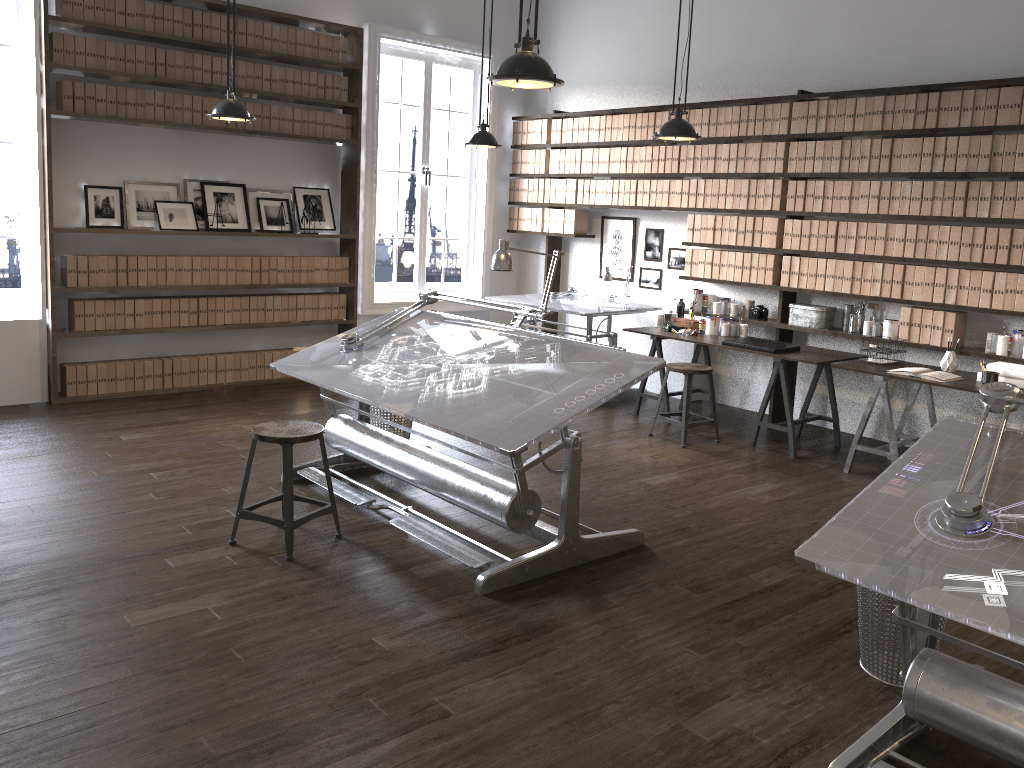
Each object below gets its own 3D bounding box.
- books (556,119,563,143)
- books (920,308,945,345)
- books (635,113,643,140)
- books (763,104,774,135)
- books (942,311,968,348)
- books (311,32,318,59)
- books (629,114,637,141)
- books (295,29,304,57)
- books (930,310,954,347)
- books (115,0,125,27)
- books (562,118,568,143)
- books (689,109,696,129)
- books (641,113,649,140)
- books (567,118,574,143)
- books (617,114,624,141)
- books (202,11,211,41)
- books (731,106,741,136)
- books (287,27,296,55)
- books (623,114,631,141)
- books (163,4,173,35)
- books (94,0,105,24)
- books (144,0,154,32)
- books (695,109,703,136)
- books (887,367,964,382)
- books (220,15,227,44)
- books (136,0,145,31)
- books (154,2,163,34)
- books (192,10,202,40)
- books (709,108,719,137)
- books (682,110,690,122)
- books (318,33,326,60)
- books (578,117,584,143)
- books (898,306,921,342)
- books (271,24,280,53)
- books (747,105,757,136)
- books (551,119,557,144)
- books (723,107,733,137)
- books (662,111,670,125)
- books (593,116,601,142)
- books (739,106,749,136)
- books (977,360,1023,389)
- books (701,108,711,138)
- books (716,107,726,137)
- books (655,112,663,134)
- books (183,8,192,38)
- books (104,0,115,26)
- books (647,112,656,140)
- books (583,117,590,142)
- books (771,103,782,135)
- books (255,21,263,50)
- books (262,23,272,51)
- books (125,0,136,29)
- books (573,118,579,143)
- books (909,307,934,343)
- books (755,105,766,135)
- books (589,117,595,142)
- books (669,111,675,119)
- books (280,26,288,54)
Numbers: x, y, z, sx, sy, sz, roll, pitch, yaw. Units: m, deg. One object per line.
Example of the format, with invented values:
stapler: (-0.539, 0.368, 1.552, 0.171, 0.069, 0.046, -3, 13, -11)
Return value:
books: (0.498, -2.341, 8.236, 0.175, 0.224, 0.067, -5, 11, -40)
books: (2.735, -0.374, 5.761, 0.175, 0.224, 0.067, -5, 11, -40)
books: (1.131, -2.170, 7.506, 0.175, 0.224, 0.067, -5, 11, -40)
books: (1.947, -1.949, 6.562, 0.175, 0.224, 0.067, -5, 11, -40)
books: (2.827, -0.349, 5.654, 0.175, 0.224, 0.067, -5, 11, -40)
books: (-1.689, -2.814, 7.400, 0.067, 0.224, 0.175, -4, 12, -40)
books: (1.087, -2.181, 7.550, 0.175, 0.224, 0.067, -5, 11, -40)
books: (-1.790, -2.801, 7.310, 0.067, 0.224, 0.175, -4, 12, -40)
books: (2.778, -0.361, 5.705, 0.175, 0.224, 0.067, -5, 11, -40)
books: (-2.858, -2.678, 6.405, 0.067, 0.224, 0.175, -4, 12, -40)
books: (0.551, -2.329, 8.183, 0.175, 0.224, 0.067, -5, 11, -40)
books: (1.495, -2.071, 7.084, 0.175, 0.224, 0.067, -5, 11, -40)
books: (1.175, -2.159, 7.458, 0.175, 0.224, 0.067, -5, 11, -40)
books: (0.593, -2.316, 8.127, 0.175, 0.224, 0.067, -5, 11, -40)
books: (0.996, -2.206, 7.661, 0.175, 0.224, 0.067, -5, 11, -40)
books: (-2.380, -2.734, 6.817, 0.067, 0.224, 0.175, -4, 12, -40)
books: (1.761, -1.997, 6.768, 0.175, 0.224, 0.067, -5, 11, -40)
books: (-1.846, -2.796, 7.268, 0.067, 0.224, 0.175, -4, 12, -40)
books: (1.040, -2.193, 7.605, 0.175, 0.224, 0.067, -5, 11, -40)
books: (-2.601, -2.709, 6.628, 0.067, 0.224, 0.175, -4, 12, -40)
books: (-2.968, -2.666, 6.319, 0.067, 0.224, 0.175, -4, 12, -40)
books: (-2.703, -2.695, 6.535, 0.067, 0.224, 0.175, -4, 12, -40)
books: (1.534, -2.060, 7.036, 0.175, 0.224, 0.067, -5, 11, -40)
books: (2.477, -0.064, 5.313, 0.256, 0.029, 0.357, -6, 14, -40)
books: (-2.273, -2.746, 6.903, 0.067, 0.224, 0.175, -4, 12, -40)
books: (-2.757, -2.690, 6.495, 0.067, 0.224, 0.175, -4, 12, -40)
books: (-2.655, -2.702, 6.582, 0.067, 0.224, 0.175, -4, 12, -40)
books: (-2.433, -2.727, 6.765, 0.067, 0.224, 0.175, -4, 12, -40)
books: (1.628, -2.035, 6.930, 0.175, 0.224, 0.067, -5, 11, -40)
books: (1.448, -2.082, 7.131, 0.175, 0.224, 0.067, -5, 11, -40)
books: (-1.636, -2.819, 7.440, 0.067, 0.224, 0.175, -4, 12, -40)
books: (0.688, -2.291, 8.023, 0.175, 0.224, 0.067, -5, 11, -40)
books: (2.641, -0.398, 5.861, 0.175, 0.224, 0.067, -5, 11, -40)
books: (-1.951, -2.783, 7.176, 0.067, 0.224, 0.175, -4, 12, -40)
books: (1.852, -1.974, 6.669, 0.175, 0.224, 0.067, -5, 11, -40)
books: (0.455, -2.355, 8.295, 0.175, 0.224, 0.067, -5, 11, -40)
books: (1.717, -2.010, 6.824, 0.175, 0.224, 0.067, -5, 11, -40)
books: (1.314, -2.119, 7.290, 0.175, 0.224, 0.067, -5, 11, -40)
books: (0.813, -2.256, 7.873, 0.175, 0.224, 0.067, -5, 11, -40)
books: (1.807, -1.984, 6.713, 0.175, 0.224, 0.067, -5, 11, -40)
books: (2.872, -0.064, 5.122, 0.386, 0.146, 0.296, -6, 14, -40)
books: (1.580, -2.047, 6.980, 0.175, 0.224, 0.067, -5, 11, -40)
books: (1.674, -2.023, 6.879, 0.175, 0.224, 0.067, -5, 11, -40)
books: (1.272, -2.132, 7.346, 0.175, 0.224, 0.067, -5, 11, -40)
books: (-2.494, -2.721, 6.720, 0.067, 0.224, 0.175, -4, 12, -40)
books: (-2.914, -2.672, 6.362, 0.067, 0.224, 0.175, -4, 12, -40)
books: (1.219, -2.145, 7.399, 0.175, 0.224, 0.067, -5, 11, -40)
books: (0.727, -2.279, 7.968, 0.175, 0.224, 0.067, -5, 11, -40)
books: (1.990, -1.936, 6.507, 0.175, 0.224, 0.067, -5, 11, -40)
books: (-2.059, -2.770, 7.080, 0.067, 0.224, 0.175, -4, 12, -40)
books: (-2.004, -2.776, 7.127, 0.067, 0.224, 0.175, -4, 12, -40)
books: (-2.804, -2.684, 6.453, 0.067, 0.224, 0.175, -4, 12, -40)
books: (0.642, -2.304, 8.076, 0.175, 0.224, 0.067, -5, 11, -40)
books: (2.689, -0.386, 5.814, 0.175, 0.224, 0.067, -5, 11, -40)
books: (1.901, -1.961, 6.613, 0.175, 0.224, 0.067, -5, 11, -40)
books: (0.774, -2.267, 7.921, 0.175, 0.224, 0.067, -5, 11, -40)
books: (1.363, -2.107, 7.239, 0.175, 0.224, 0.067, -5, 11, -40)
books: (-1.901, -2.790, 7.224, 0.067, 0.224, 0.175, -4, 12, -40)
